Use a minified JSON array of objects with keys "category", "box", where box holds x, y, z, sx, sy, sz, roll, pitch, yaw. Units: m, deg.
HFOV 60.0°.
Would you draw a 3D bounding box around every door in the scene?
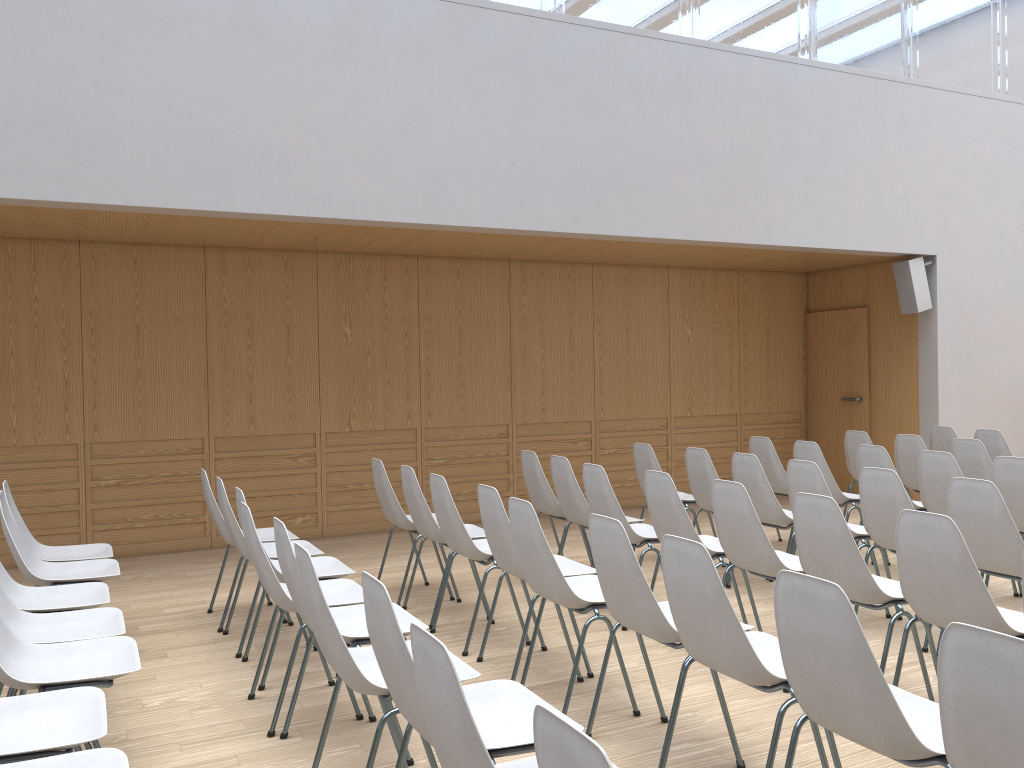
[{"category":"door","box":[3.522,0.209,9.688,0.108,2.024,0.873,-1,1,-26]}]

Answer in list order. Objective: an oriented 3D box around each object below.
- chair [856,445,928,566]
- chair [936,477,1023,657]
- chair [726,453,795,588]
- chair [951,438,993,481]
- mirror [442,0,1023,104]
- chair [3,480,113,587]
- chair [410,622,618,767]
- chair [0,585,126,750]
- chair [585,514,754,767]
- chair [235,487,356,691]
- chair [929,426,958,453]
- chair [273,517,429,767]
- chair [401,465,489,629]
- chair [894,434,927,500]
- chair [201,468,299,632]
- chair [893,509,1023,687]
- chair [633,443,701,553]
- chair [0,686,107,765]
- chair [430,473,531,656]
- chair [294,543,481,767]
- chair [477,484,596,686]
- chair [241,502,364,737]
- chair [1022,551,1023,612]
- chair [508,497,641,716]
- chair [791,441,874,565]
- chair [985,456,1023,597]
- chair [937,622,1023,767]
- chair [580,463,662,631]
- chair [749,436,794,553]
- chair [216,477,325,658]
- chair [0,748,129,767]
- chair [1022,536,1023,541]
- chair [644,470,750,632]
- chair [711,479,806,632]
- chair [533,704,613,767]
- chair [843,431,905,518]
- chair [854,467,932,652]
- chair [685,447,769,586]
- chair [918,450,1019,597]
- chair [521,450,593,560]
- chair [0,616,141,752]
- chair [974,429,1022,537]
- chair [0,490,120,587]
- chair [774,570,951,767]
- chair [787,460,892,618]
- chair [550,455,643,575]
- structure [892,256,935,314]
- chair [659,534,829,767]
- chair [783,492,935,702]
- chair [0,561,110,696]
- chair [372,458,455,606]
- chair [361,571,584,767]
[{"category":"chair","box":[2.592,0.834,5.935,0.505,0.876,0.479,-1,1,-26]},{"category":"chair","box":[2.295,0.856,4.089,0.505,0.876,0.479,-1,1,-26]},{"category":"chair","box":[1.650,0.855,5.522,0.505,0.876,0.479,-1,1,-26]},{"category":"chair","box":[3.429,0.815,6.344,0.505,0.876,0.479,-1,1,-26]},{"category":"mirror","box":[-0.549,-3.785,6.444,17.826,2.090,0.253,-1,1,-26]},{"category":"chair","box":[-2.398,0.937,4.711,0.505,0.876,0.479,-1,1,-26]},{"category":"chair","box":[0.068,0.917,1.849,0.505,0.876,0.479,-1,1,-26]},{"category":"chair","box":[-1.708,0.937,3.278,0.505,0.876,0.479,-1,1,-26]},{"category":"chair","box":[0.558,0.896,3.222,0.505,0.876,0.479,-1,1,-26]},{"category":"chair","box":[-1.035,0.916,4.226,0.505,0.876,0.479,-1,1,-26]},{"category":"chair","box":[3.919,0.793,7.723,0.505,0.876,0.479,-1,1,-26]},{"category":"chair","box":[-0.601,0.917,3.285,0.505,0.876,0.479,-1,1,-26]},{"category":"chair","box":[-0.365,0.896,5.141,0.505,0.876,0.479,-1,1,-26]},{"category":"chair","box":[3.236,0.814,6.837,0.505,0.876,0.479,-1,1,-26]},{"category":"chair","box":[-1.521,0.917,5.149,0.505,0.876,0.479,-1,1,-26]},{"category":"chair","box":[1.665,0.875,3.186,0.505,0.876,0.479,-1,1,-26]},{"category":"chair","box":[1.161,0.856,6.446,0.505,0.876,0.479,-1,1,-26]},{"category":"chair","box":[-1.351,0.939,2.349,0.505,0.876,0.479,-1,1,-26]},{"category":"chair","box":[-0.153,0.896,4.658,0.505,0.876,0.479,-1,1,-26]},{"category":"chair","box":[-0.396,0.917,2.764,0.505,0.876,0.479,-1,1,-26]},{"category":"chair","box":[0.119,0.895,4.158,0.505,0.876,0.479,-1,1,-26]},{"category":"chair","box":[-0.852,0.917,3.712,0.505,0.876,0.479,-1,1,-26]},{"category":"chair","box":[1.863,0.876,2.731,0.505,0.876,0.479,-1,1,-26]},{"category":"chair","box":[0.264,0.897,3.699,0.505,0.876,0.479,-1,1,-26]},{"category":"chair","box":[2.305,0.835,6.372,0.505,0.876,0.479,-1,1,-26]},{"category":"chair","box":[3.002,0.834,5.019,0.505,0.876,0.479,-1,1,-26]},{"category":"chair","box":[1.142,0.898,1.779,0.505,0.876,0.479,-1,1,-26]},{"category":"chair","box":[0.682,0.877,5.041,0.505,0.876,0.479,-1,1,-26]},{"category":"chair","box":[2.124,0.834,6.885,0.505,0.876,0.479,-1,1,-26]},{"category":"chair","box":[-1.281,0.917,4.696,0.505,0.876,0.479,-1,1,-26]},{"category":"chair","box":[-1.090,0.938,1.902,0.505,0.876,0.479,-1,1,-26]},{"category":"chair","box":[3.708,0.813,5.899,0.505,0.876,0.479,-1,1,-26]},{"category":"chair","box":[0.972,0.875,4.627,0.505,0.876,0.479,-1,1,-26]},{"category":"chair","box":[1.221,0.875,4.174,0.505,0.876,0.479,-1,1,-26]},{"category":"chair","box":[0.313,0.916,1.386,0.505,0.876,0.479,-1,1,-26]},{"category":"chair","box":[3.032,0.813,7.326,0.505,0.876,0.479,-1,1,-26]},{"category":"chair","box":[2.080,0.855,4.584,0.505,0.876,0.479,-1,1,-26]},{"category":"chair","box":[1.450,0.855,5.980,0.505,0.876,0.479,-1,1,-26]},{"category":"chair","box":[2.779,0.835,5.438,0.505,0.876,0.479,-1,1,-26]},{"category":"chair","box":[0.339,0.875,6.005,0.505,0.876,0.479,-1,1,-26]},{"category":"chair","box":[-1.480,0.937,2.870,0.505,0.876,0.479,-1,1,-26]},{"category":"chair","box":[4.059,0.795,7.244,0.505,0.876,0.479,-1,1,-26]},{"category":"chair","box":[-2.164,0.937,4.267,0.505,0.876,0.479,-1,1,-26]},{"category":"chair","box":[0.953,0.897,2.267,0.505,0.876,0.479,-1,1,-26]},{"category":"chair","box":[1.842,0.856,5.031,0.505,0.876,0.479,-1,1,-26]},{"category":"chair","box":[0.521,0.876,5.563,0.505,0.876,0.479,-1,1,-26]},{"category":"structure","box":[3.891,-0.953,8.586,0.368,0.542,0.196,-1,1,-26]},{"category":"chair","box":[0.749,0.896,2.785,0.505,0.876,0.479,-1,1,-26]},{"category":"chair","box":[1.449,0.875,3.677,0.505,0.876,0.479,-1,1,-26]},{"category":"chair","box":[-1.974,0.938,3.737,0.505,0.876,0.479,-1,1,-26]},{"category":"chair","box":[-0.605,0.896,5.596,0.505,0.876,0.479,-1,1,-26]},{"category":"chair","box":[-0.117,0.916,2.343,0.505,0.876,0.479,-1,1,-26]}]
